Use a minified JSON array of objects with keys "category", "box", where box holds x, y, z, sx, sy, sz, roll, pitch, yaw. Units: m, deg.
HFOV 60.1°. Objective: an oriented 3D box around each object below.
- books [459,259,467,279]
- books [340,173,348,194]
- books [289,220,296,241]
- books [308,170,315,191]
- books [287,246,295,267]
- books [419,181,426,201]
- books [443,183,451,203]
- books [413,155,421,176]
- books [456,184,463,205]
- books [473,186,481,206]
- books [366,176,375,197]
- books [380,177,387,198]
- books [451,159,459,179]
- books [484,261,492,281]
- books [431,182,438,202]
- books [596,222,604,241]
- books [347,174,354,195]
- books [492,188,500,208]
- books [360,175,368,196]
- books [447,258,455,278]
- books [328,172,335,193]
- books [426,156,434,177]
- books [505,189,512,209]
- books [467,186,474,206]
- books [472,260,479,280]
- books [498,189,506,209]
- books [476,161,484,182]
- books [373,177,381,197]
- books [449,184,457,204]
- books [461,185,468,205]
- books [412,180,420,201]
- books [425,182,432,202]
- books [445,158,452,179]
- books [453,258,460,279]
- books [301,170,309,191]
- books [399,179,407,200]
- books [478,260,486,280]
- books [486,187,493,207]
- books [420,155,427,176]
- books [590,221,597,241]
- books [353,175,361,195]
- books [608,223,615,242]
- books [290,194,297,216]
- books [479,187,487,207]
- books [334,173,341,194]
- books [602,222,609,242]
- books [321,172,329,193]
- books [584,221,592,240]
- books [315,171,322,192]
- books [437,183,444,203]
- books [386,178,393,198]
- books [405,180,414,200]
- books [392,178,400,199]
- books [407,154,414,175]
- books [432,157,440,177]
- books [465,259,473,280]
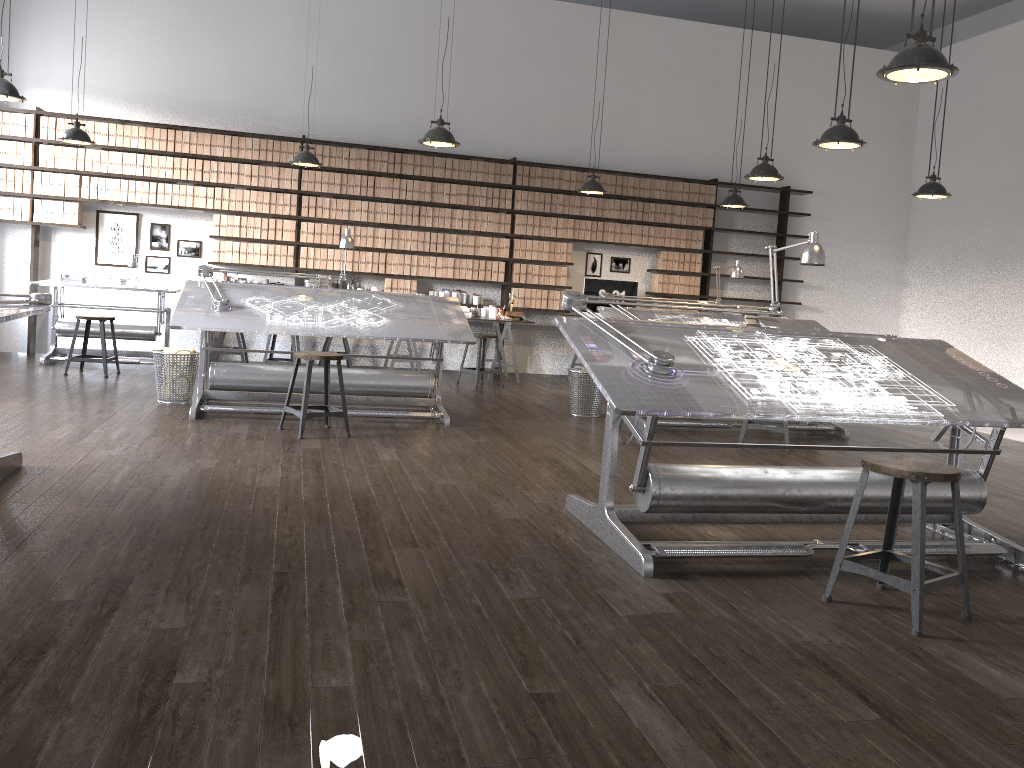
[{"category":"books","box":[-0.567,-1.295,9.981,0.066,0.225,0.175,3,5,-14]},{"category":"books","box":[-1.826,-2.159,9.605,0.066,0.225,0.175,3,5,-14]},{"category":"books","box":[-2.355,-1.638,9.509,0.067,0.225,0.175,3,5,-14]},{"category":"books","box":[-2.156,-2.173,9.522,0.066,0.225,0.175,3,5,-14]},{"category":"books","box":[-2.378,-1.369,9.525,0.067,0.225,0.175,3,5,-14]},{"category":"books","box":[-1.007,-2.126,9.808,0.066,0.225,0.175,3,5,-14]},{"category":"books","box":[-0.738,-2.114,9.871,0.067,0.225,0.175,3,5,-14]},{"category":"books","box":[-1.056,-2.403,9.773,0.066,0.225,0.175,3,5,-14]},{"category":"books","box":[-0.608,-2.109,9.907,0.066,0.225,0.175,3,5,-14]},{"category":"books","box":[-0.409,-2.101,9.958,0.066,0.225,0.175,3,5,-14]},{"category":"books","box":[-1.546,-2.147,9.670,0.067,0.225,0.175,3,5,-14]},{"category":"books","box":[-1.412,-2.142,9.707,0.066,0.225,0.175,3,5,-14]},{"category":"books","box":[-0.646,-2.386,9.875,0.066,0.225,0.175,3,5,-14]},{"category":"books","box":[-0.285,-1.284,10.052,0.066,0.225,0.175,3,5,-14]},{"category":"books","box":[-0.875,-2.120,9.843,0.066,0.225,0.175,3,5,-14]},{"category":"books","box":[1.000,-1.775,10.325,0.067,0.225,0.175,3,5,-14]},{"category":"books","box":[-1.758,-2.156,9.622,0.066,0.225,0.175,3,5,-14]},{"category":"books","box":[-0.198,-2.092,10.006,0.067,0.225,0.175,3,5,-14]},{"category":"books","box":[-1.620,-2.151,9.657,0.066,0.225,0.175,3,5,-14]},{"category":"books","box":[-0.699,-1.300,9.942,0.067,0.225,0.175,3,5,-14]},{"category":"books","box":[-1.956,-2.165,9.572,0.066,0.225,0.175,3,5,-14]},{"category":"books","box":[-0.921,-2.398,9.809,0.066,0.225,0.175,3,5,-14]},{"category":"books","box":[-0.053,-2.086,10.045,0.066,0.225,0.175,3,5,-14]},{"category":"books","box":[-0.478,-2.104,9.941,0.066,0.225,0.175,3,5,-14]},{"category":"books","box":[-0.429,-1.290,10.016,0.066,0.225,0.175,3,5,-14]},{"category":"books","box":[-0.127,-2.090,10.029,0.066,0.225,0.175,3,5,-14]},{"category":"books","box":[-0.373,-2.375,9.943,0.066,0.225,0.175,3,5,-14]},{"category":"books","box":[-1.476,-2.145,9.693,0.066,0.225,0.175,3,5,-14]},{"category":"books","box":[-0.668,-2.111,9.891,0.066,0.225,0.175,3,5,-14]},{"category":"books","box":[-0.542,-2.106,9.919,0.067,0.225,0.175,3,5,-14]},{"category":"books","box":[-1.068,-2.128,9.791,0.066,0.225,0.175,3,5,-14]},{"category":"books","box":[-0.941,-2.122,9.820,0.067,0.225,0.175,3,5,-14]},{"category":"books","box":[-0.716,-2.389,9.854,0.066,0.225,0.175,3,5,-14]},{"category":"books","box":[-0.636,-1.298,9.964,0.066,0.225,0.175,3,5,-14]},{"category":"books","box":[-2.224,-2.176,9.507,0.066,0.225,0.175,3,5,-14]},{"category":"books","box":[-1.210,-2.134,9.756,0.066,0.225,0.175,3,5,-14]},{"category":"books","box":[-0.355,-1.286,10.029,0.067,0.225,0.175,3,5,-14]},{"category":"books","box":[-0.272,-2.096,9.993,0.066,0.225,0.175,3,5,-14]},{"category":"books","box":[-0.989,-2.401,9.794,0.066,0.225,0.175,3,5,-14]},{"category":"books","box":[0.926,-1.779,10.312,0.066,0.225,0.175,3,5,-14]},{"category":"books","box":[-1.688,-2.153,9.635,0.066,0.225,0.175,3,5,-14]},{"category":"books","box":[1.136,-1.769,10.357,0.066,0.225,0.175,3,5,-14]},{"category":"books","box":[-2.341,-1.914,9.498,0.066,0.225,0.175,3,5,-14]},{"category":"books","box":[-0.340,-2.098,9.971,0.066,0.225,0.175,3,5,-14]},{"category":"books","box":[-1.890,-2.161,9.583,0.067,0.225,0.175,3,5,-14]},{"category":"books","box":[1.071,-1.773,10.348,0.066,0.225,0.175,3,5,-14]},{"category":"books","box":[-2.017,-2.167,9.555,0.066,0.225,0.175,3,5,-14]},{"category":"books","box":[0.858,-1.781,10.290,0.066,0.225,0.175,3,5,-14]},{"category":"books","box":[-2.087,-2.170,9.536,0.067,0.225,0.175,3,5,-14]},{"category":"books","box":[-0.807,-2.117,9.858,0.066,0.225,0.175,3,5,-14]},{"category":"books","box":[-1.349,-2.139,9.718,0.067,0.225,0.175,3,5,-14]},{"category":"books","box":[-1.137,-2.131,9.772,0.067,0.225,0.175,3,5,-14]},{"category":"books","box":[-1.279,-2.136,9.735,0.066,0.225,0.175,3,5,-14]},{"category":"books","box":[-1.125,-2.406,9.752,0.066,0.225,0.175,3,5,-14]},{"category":"books","box":[-0.848,-2.395,9.826,0.066,0.225,0.175,3,5,-14]},{"category":"books","box":[-0.497,-1.292,9.994,0.066,0.225,0.175,3,5,-14]}]
